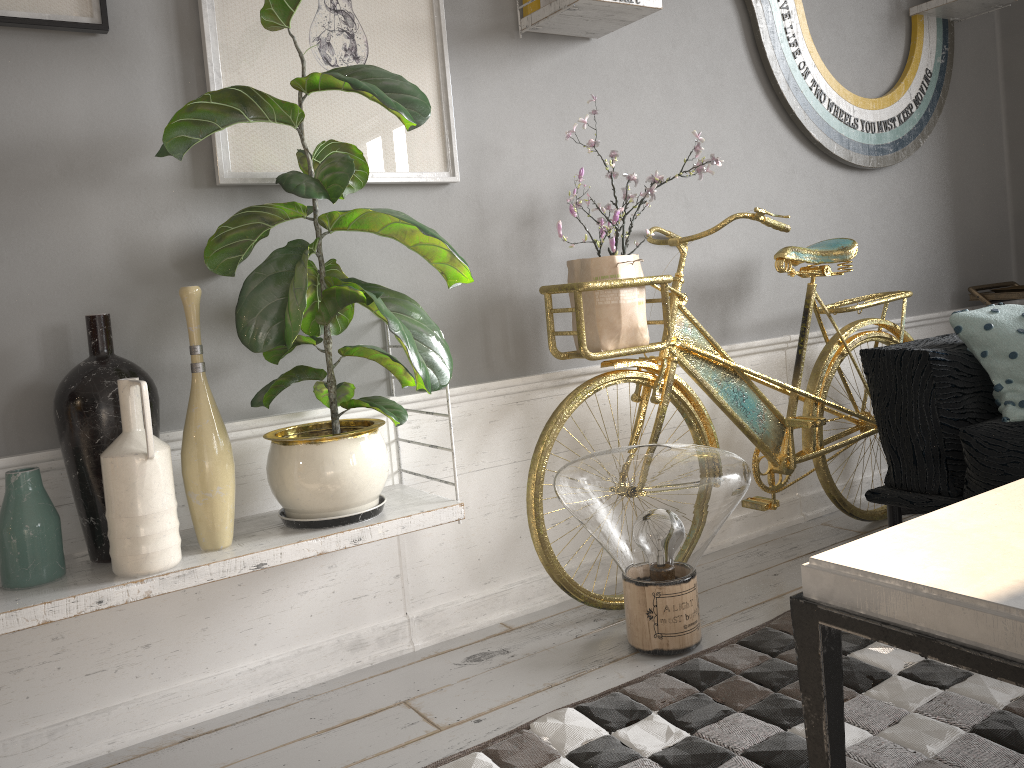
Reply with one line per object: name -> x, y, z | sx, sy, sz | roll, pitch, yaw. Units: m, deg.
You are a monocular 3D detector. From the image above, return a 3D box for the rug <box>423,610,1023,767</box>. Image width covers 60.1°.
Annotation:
rug -> 0.784, 0.668, 0.652 | 1.777, 0.034, 2.527 | -9, 7, -33

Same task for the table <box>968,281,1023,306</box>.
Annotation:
table -> 2.078, -0.036, 3.124 | 0.340, 0.677, 0.742 | -7, 5, -33

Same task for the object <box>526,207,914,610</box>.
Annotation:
object -> 0.711, 0.010, 2.482 | 1.634, 0.967, 0.426 | -10, 5, -42

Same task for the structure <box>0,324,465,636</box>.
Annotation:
structure -> -1.337, 0.234, 1.200 | 2.787, 0.485, 0.308 | -9, 5, -33

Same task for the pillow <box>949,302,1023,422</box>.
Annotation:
pillow -> 1.507, -0.107, 2.106 | 0.797, 0.361, 0.446 | -1, 6, 39

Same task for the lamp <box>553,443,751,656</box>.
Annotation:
lamp -> 0.322, 0.363, 1.974 | 0.432, 0.436, 0.434 | -5, 4, -2

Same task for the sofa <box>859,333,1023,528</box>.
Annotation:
sofa -> 1.908, 0.088, 1.623 | 0.974, 0.795, 2.341 | -8, 6, -33

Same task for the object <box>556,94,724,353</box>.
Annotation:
object -> 0.346, -0.411, 2.226 | 0.489, 0.639, 0.254 | -6, 3, -15

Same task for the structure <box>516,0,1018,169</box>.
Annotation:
structure -> 0.909, -1.159, 2.716 | 2.030, 0.952, 0.267 | -9, 4, -33

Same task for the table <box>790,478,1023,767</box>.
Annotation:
table -> 1.017, 0.418, 0.540 | 0.735, 0.509, 1.456 | -8, 6, -33

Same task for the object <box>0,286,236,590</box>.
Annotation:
object -> -0.712, 0.082, 1.579 | 0.331, 0.487, 0.287 | -4, 3, 17

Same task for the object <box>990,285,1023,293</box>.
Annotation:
object -> 1.967, -0.354, 3.241 | 0.248, 0.015, 0.318 | -9, 7, -33

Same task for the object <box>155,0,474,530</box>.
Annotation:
object -> -0.372, -0.301, 1.770 | 0.566, 1.147, 0.417 | -5, 3, 6
